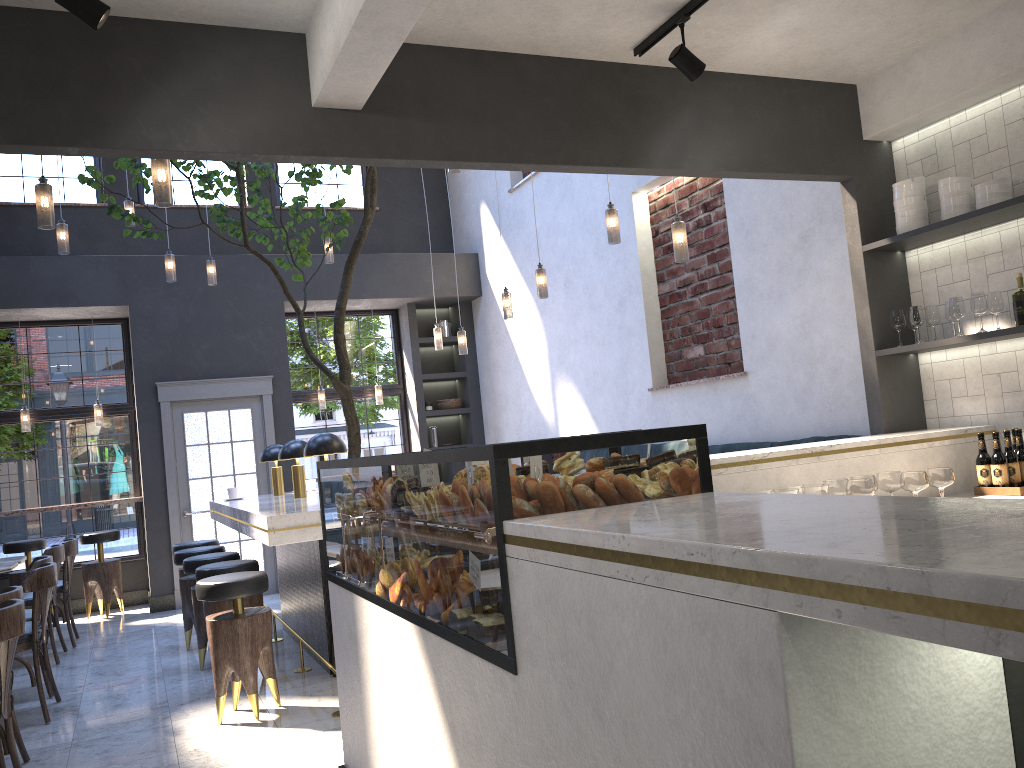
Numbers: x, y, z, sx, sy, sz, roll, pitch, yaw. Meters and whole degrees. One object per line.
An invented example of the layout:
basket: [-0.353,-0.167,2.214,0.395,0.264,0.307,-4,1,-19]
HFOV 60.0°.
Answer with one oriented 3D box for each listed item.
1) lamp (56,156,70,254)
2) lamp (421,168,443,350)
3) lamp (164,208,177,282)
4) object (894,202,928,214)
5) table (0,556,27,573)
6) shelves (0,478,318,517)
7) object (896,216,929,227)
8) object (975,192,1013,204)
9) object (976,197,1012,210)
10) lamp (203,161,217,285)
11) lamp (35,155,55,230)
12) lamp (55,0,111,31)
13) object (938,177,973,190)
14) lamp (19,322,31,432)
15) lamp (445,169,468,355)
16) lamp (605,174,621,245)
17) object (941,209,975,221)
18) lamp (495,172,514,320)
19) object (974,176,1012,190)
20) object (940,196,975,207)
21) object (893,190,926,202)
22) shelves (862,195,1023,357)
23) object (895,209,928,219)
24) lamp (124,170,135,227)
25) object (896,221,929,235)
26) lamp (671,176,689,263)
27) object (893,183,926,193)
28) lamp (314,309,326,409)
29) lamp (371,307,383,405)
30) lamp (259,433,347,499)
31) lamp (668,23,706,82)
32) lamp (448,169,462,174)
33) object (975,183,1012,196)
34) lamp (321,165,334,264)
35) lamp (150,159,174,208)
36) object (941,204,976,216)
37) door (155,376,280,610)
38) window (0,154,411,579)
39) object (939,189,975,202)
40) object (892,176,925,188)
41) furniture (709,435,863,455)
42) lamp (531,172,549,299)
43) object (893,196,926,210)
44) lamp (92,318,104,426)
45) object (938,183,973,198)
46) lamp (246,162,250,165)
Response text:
lamp: [-3.555,-3.016,6.743,0.078,4.103,0.078,-3,-4,-39]
lamp: [-0.930,-2.380,8.972,0.078,4.103,0.078,-3,-4,-39]
lamp: [-2.997,-2.881,7.385,0.078,4.103,0.078,-3,-4,-39]
object: [2.010,-0.869,4.465,0.153,0.075,0.154,-8,-4,34]
table: [-1.580,1.478,5.996,4.598,0.751,4.834,-4,-4,-24]
shelves: [-3.105,1.130,9.407,4.402,0.043,0.384,-4,-4,-24]
object: [2.017,-0.807,4.464,0.153,0.073,0.154,-4,-4,-21]
object: [2.237,-0.852,4.111,0.153,0.073,0.154,-4,-4,-21]
object: [2.238,-0.816,4.110,0.153,0.055,0.153,-8,-4,28]
lamp: [-2.906,-2.936,8.117,0.078,4.103,0.078,-3,-4,-39]
lamp: [-2.542,-2.823,4.565,0.078,4.103,0.078,-6,-3,6]
lamp: [-1.340,-1.226,2.762,0.157,0.238,0.088,-4,-4,-30]
object: [2.148,-0.959,4.289,0.154,0.076,0.153,-6,-4,-2]
lamp: [-4.859,-0.239,8.777,0.078,1.428,0.078,-6,-3,6]
lamp: [-0.654,-2.313,8.357,0.078,4.103,0.078,-3,-4,-39]
lamp: [0.448,-2.932,5.743,0.078,4.103,0.078,-3,-4,-39]
object: [2.161,-0.797,4.288,0.153,0.055,0.153,-8,-4,28]
lamp: [-0.230,-2.567,7.349,0.078,4.103,0.078,-7,-4,29]
object: [2.230,-0.914,4.112,0.153,0.075,0.154,-8,-4,34]
object: [2.159,-0.863,4.290,0.153,0.062,0.153,-6,-4,6]
object: [2.004,-0.934,4.465,0.154,0.076,0.153,-6,-4,-2]
shelves: [2.697,-0.615,3.010,0.300,0.580,3.603,-4,-4,-24]
object: [2.015,-0.837,4.465,0.153,0.062,0.153,-6,-4,6]
lamp: [-3.548,-3.425,7.887,0.078,4.103,0.078,-3,-4,-39]
object: [2.017,-0.771,4.463,0.153,0.055,0.153,-8,-4,28]
lamp: [0.752,-2.727,5.089,0.078,4.103,0.078,-3,-4,-39]
object: [2.003,-0.964,4.466,0.153,0.067,0.153,-7,-4,22]
lamp: [-2.187,-0.431,9.950,0.078,1.428,0.078,-7,-4,29]
lamp: [-1.587,-0.474,10.214,0.078,1.428,0.078,-6,-3,6]
lamp: [-0.808,-1.122,2.810,4.181,3.254,8.842,-3,-5,-40]
lamp: [0.719,-1.373,3.667,0.157,0.235,0.088,-4,-4,-30]
lamp: [-0.536,-3.277,5.287,0.078,4.103,0.078,-6,-3,6]
object: [2.235,-0.882,4.112,0.153,0.062,0.153,-6,-4,6]
lamp: [-1.822,-3.115,7.975,0.078,4.103,0.078,-3,-4,-39]
lamp: [-1.720,-2.816,3.972,0.078,4.103,0.078,-6,-3,6]
object: [2.160,-0.833,4.288,0.153,0.073,0.154,-4,-4,-21]
door: [-2.898,1.058,8.923,1.131,2.218,0.152,-4,-3,-24]
window: [-0.986,-1.476,4.112,6.404,5.361,12.719,-4,-4,-24]
object: [2.153,-0.895,4.290,0.153,0.075,0.154,-8,-4,34]
object: [1.998,-0.995,4.465,0.153,0.070,0.153,-7,-4,23]
furniture: [-1.616,1.283,6.048,6.020,1.150,5.345,-4,-4,-24]
lamp: [0.030,-2.680,6.737,0.078,4.103,0.078,-7,-4,29]
object: [2.006,-0.898,4.465,0.153,0.060,0.153,-3,-5,-41]
lamp: [-4.258,-0.282,9.041,0.078,1.428,0.078,-7,-4,29]
object: [2.149,-0.924,4.290,0.153,0.060,0.153,-3,-5,-41]
lamp: [-2.895,-4.267,9.093,0.078,4.103,0.078,-3,-4,-39]
